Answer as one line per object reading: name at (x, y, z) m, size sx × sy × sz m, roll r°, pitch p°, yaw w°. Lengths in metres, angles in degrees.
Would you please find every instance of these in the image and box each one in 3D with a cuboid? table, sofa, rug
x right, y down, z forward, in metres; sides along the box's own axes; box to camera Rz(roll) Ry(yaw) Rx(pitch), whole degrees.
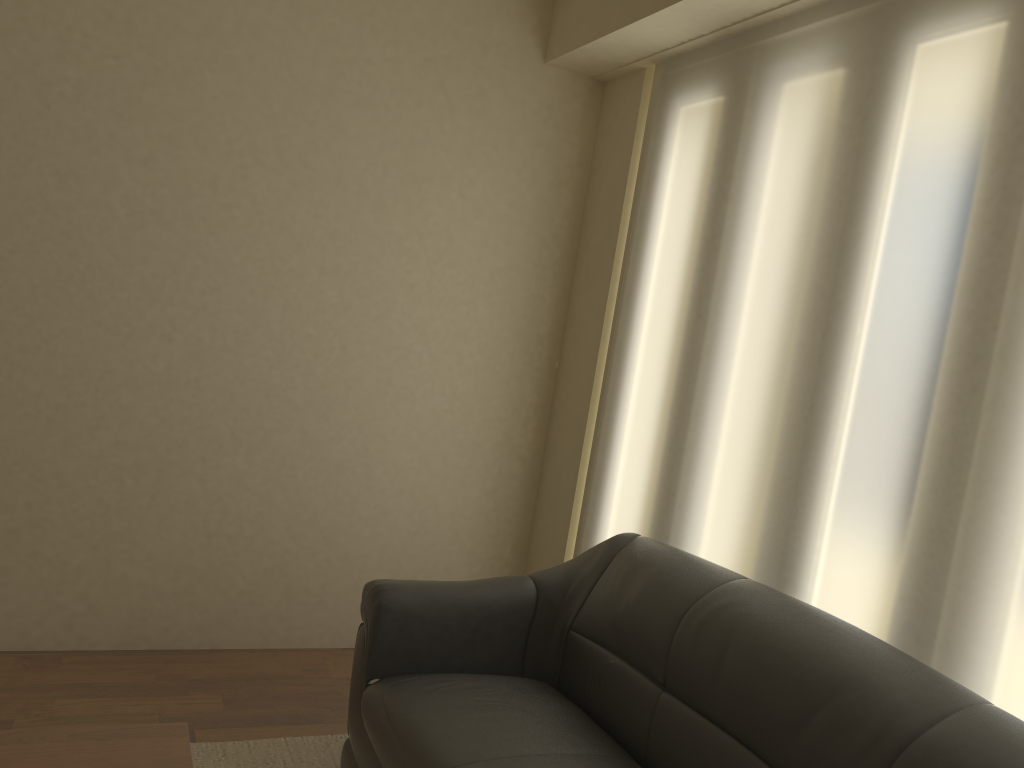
table at (-1.010, 1.028, 1.276) m, size 1.045 × 0.482 × 1.213 m, roll 7°, pitch 5°, yaw -24°
sofa at (0.359, 0.967, 1.937) m, size 0.944 × 0.918 × 2.337 m, roll 7°, pitch 5°, yaw -24°
rug at (-0.743, 1.333, 1.031) m, size 2.482 × 0.011 × 3.592 m, roll 7°, pitch 5°, yaw -24°

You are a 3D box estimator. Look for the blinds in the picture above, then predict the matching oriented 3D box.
blinds at (0.952, 0.119, 2.289) m, size 0.002 × 2.453 × 2.830 m, roll 7°, pitch 5°, yaw -24°
